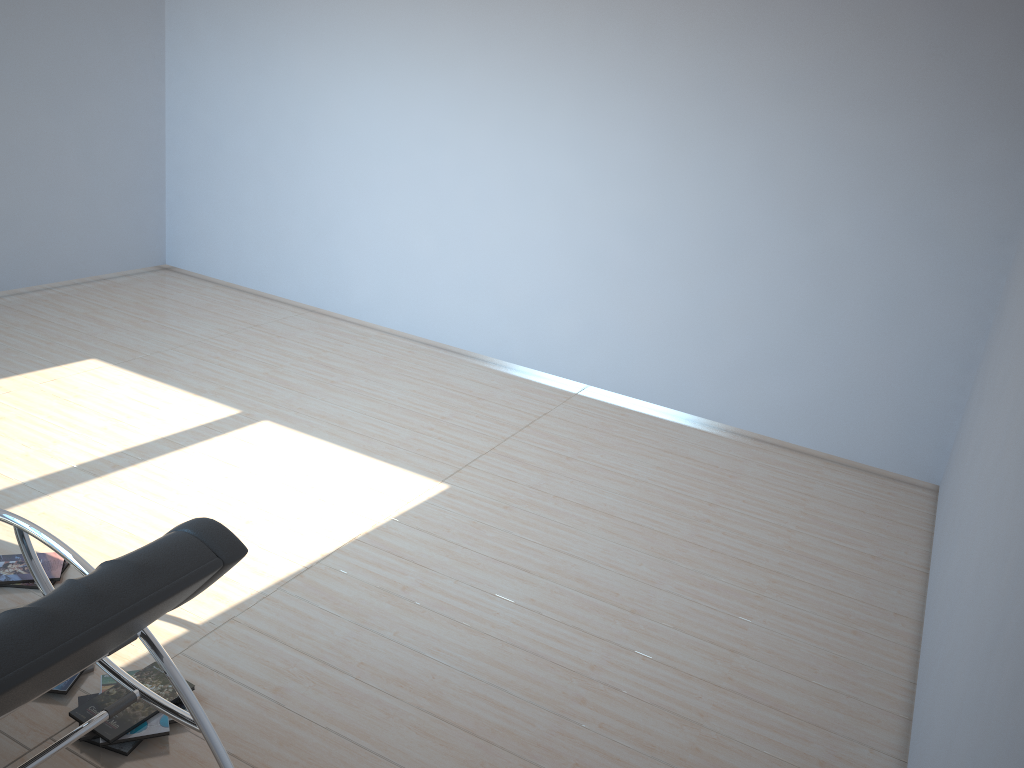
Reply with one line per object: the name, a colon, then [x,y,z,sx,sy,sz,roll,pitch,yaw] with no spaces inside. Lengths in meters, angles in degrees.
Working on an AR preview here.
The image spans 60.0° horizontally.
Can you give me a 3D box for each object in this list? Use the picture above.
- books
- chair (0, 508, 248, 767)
books: [-3.388,0.615,2.754,4.790,0.222,1.045,5,20,-8]
chair: [-1.683,0.624,2.288,2.114,0.953,0.836,17,21,23]
